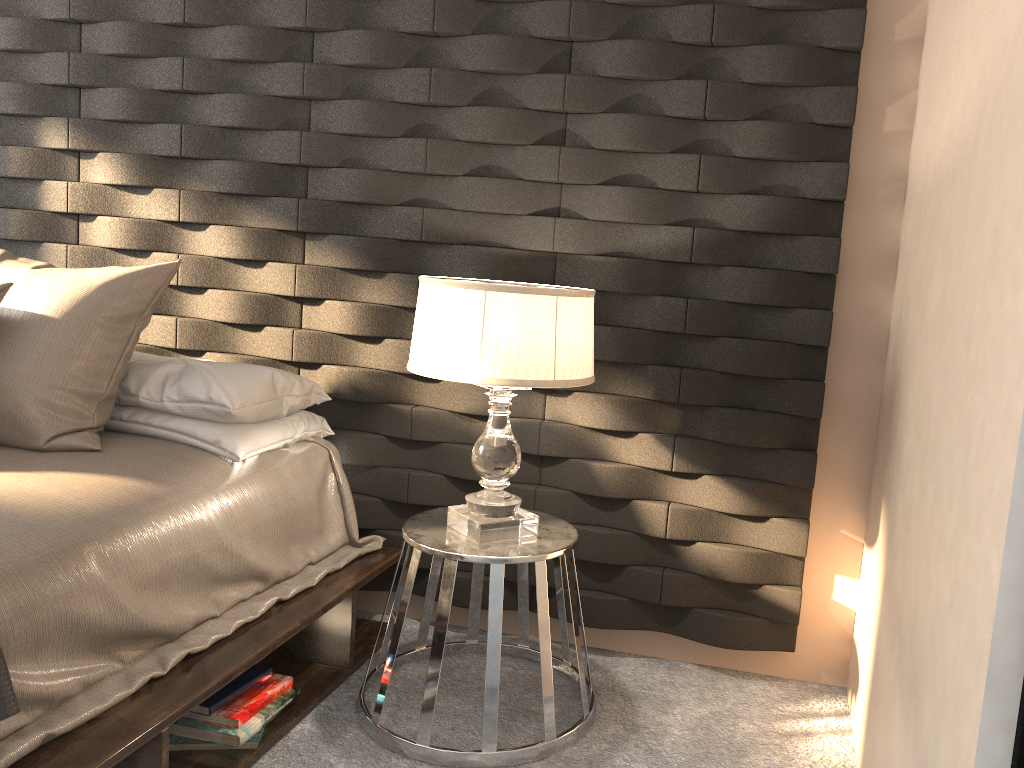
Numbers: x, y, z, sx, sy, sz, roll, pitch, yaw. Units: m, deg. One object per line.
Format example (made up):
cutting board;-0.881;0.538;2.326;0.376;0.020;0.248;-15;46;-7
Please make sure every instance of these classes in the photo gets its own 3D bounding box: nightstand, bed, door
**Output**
nightstand;-0.072;0.604;2.291;0.654;0.471;0.589;-1;9;-38
bed;-1.720;0.462;1.759;2.240;0.623;2.352;7;8;14
door;0.514;0.075;0.525;0.150;2.089;1.027;6;7;17

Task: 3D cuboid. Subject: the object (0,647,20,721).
object;-1.842;0.334;1.294;2.011;0.321;0.632;6;8;10

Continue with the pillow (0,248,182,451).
pillow;-1.604;-0.135;2.085;1.227;0.517;0.924;7;8;14

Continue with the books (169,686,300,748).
books;-0.657;0.771;2.086;0.189;0.028;0.252;7;8;15

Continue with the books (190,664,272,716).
books;-0.704;0.718;2.098;0.143;0.023;0.228;7;8;19

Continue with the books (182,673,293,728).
books;-0.656;0.744;2.099;0.155;0.021;0.230;7;8;15

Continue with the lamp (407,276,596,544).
lamp;-0.031;0.062;2.210;0.486;0.629;0.447;1;8;-24

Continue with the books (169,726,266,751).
books;-0.678;0.791;2.083;0.196;0.014;0.252;4;8;-7
